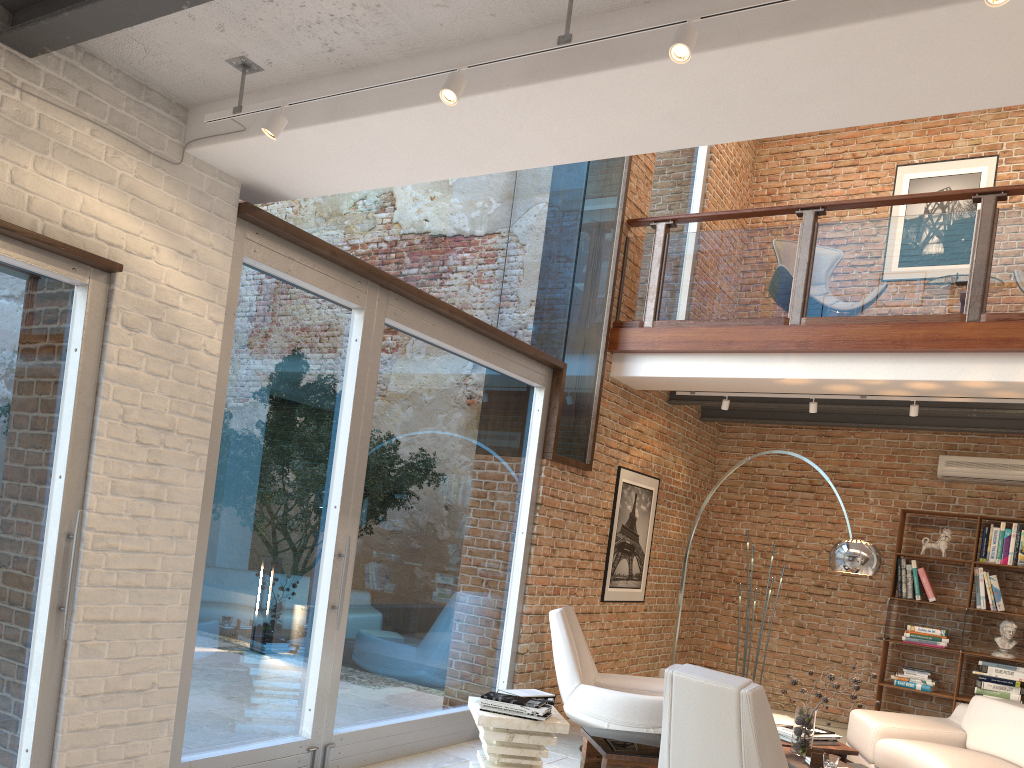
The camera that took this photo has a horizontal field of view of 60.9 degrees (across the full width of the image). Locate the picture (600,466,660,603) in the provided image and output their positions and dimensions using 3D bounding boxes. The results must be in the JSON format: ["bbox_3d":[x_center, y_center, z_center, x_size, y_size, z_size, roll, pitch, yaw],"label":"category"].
[{"bbox_3d":[1.082,1.389,7.883,0.027,1.185,0.929,8,-3,32],"label":"picture"}]

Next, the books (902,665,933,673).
[{"bbox_3d":[3.854,2.709,8.282,0.250,0.017,0.166,1,-11,32],"label":"books"}]

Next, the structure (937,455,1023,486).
[{"bbox_3d":[4.453,0.812,8.178,0.807,0.217,0.204,2,-7,32],"label":"structure"}]

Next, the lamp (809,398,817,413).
[{"bbox_3d":[2.419,0.175,6.993,0.060,0.120,0.087,6,-3,34],"label":"lamp"}]

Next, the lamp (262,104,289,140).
[{"bbox_3d":[-0.836,-0.922,3.081,0.087,0.128,0.059,8,-1,-8],"label":"lamp"}]

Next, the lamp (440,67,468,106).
[{"bbox_3d":[-0.179,-0.916,2.667,0.060,0.120,0.087,6,-3,34],"label":"lamp"}]

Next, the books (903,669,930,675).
[{"bbox_3d":[3.853,2.740,8.305,0.235,0.018,0.174,3,-11,25],"label":"books"}]

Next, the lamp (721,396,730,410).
[{"bbox_3d":[1.806,0.166,7.368,0.059,0.128,0.087,7,-3,2],"label":"lamp"}]

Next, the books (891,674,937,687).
[{"bbox_3d":[3.826,2.814,8.293,0.377,0.036,0.249,1,-11,32],"label":"books"}]

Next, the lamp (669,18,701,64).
[{"bbox_3d":[0.451,-0.898,2.279,0.060,0.128,0.087,6,-3,34],"label":"lamp"}]

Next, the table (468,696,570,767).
[{"bbox_3d":[-0.002,2.056,4.845,0.497,0.499,0.499,8,-5,-8],"label":"table"}]

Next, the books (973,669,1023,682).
[{"bbox_3d":[4.438,2.649,7.910,0.441,0.020,0.278,1,-12,32],"label":"books"}]

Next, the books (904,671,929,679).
[{"bbox_3d":[3.851,2.764,8.296,0.204,0.033,0.135,1,-11,32],"label":"books"}]

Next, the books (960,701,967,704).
[{"bbox_3d":[4.157,3.130,8.075,0.036,0.380,0.248,8,-2,32],"label":"books"}]

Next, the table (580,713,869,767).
[{"bbox_3d":[1.418,2.335,5.198,1.976,0.424,2.231,8,-10,-7],"label":"table"}]

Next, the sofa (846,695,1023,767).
[{"bbox_3d":[3.162,2.417,5.327,1.148,0.745,2.356,8,-9,-7],"label":"sofa"}]

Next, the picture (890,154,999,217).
[{"bbox_3d":[4.207,-1.615,8.598,0.906,1.186,0.028,5,-1,32],"label":"picture"}]

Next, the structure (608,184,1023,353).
[{"bbox_3d":[2.729,-0.065,1.201,10.087,4.090,14.151,2,-10,32],"label":"structure"}]

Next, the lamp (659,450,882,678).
[{"bbox_3d":[1.838,1.645,6.414,0.323,2.325,2.032,7,-4,-21],"label":"lamp"}]

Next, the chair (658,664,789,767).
[{"bbox_3d":[1.086,1.788,3.938,0.988,1.006,1.021,11,-6,-41],"label":"chair"}]

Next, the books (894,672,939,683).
[{"bbox_3d":[3.837,2.785,8.276,0.377,0.018,0.249,3,-11,24],"label":"books"}]

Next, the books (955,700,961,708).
[{"bbox_3d":[4.118,3.126,8.080,0.036,0.380,0.248,8,-2,32],"label":"books"}]

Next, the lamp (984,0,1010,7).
[{"bbox_3d":[1.063,-0.885,1.905,0.059,0.128,0.087,7,-3,2],"label":"lamp"}]

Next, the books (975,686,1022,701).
[{"bbox_3d":[4.425,2.809,7.925,0.360,0.055,0.288,1,-11,34],"label":"books"}]

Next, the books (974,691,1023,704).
[{"bbox_3d":[4.409,2.864,7.909,0.377,0.064,0.249,3,-10,26],"label":"books"}]

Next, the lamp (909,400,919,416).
[{"bbox_3d":[3.048,0.192,6.605,0.060,0.128,0.087,6,-3,34],"label":"lamp"}]

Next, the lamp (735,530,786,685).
[{"bbox_3d":[2.347,2.330,8.437,0.418,1.804,0.200,7,1,2],"label":"lamp"}]

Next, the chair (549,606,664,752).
[{"bbox_3d":[0.712,2.145,6.244,0.978,0.988,1.044,6,-5,16],"label":"chair"}]

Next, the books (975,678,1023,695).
[{"bbox_3d":[4.434,2.747,7.905,0.377,0.064,0.249,4,-10,18],"label":"books"}]

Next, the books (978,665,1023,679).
[{"bbox_3d":[4.460,2.611,7.921,0.377,0.064,0.249,3,-10,26],"label":"books"}]

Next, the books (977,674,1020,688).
[{"bbox_3d":[4.413,2.684,7.909,0.324,0.055,0.260,2,-11,27],"label":"books"}]

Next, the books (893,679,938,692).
[{"bbox_3d":[3.833,2.858,8.275,0.325,0.055,0.260,-1,-13,41],"label":"books"}]

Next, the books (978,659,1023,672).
[{"bbox_3d":[4.460,2.559,7.919,0.377,0.036,0.249,1,-11,32],"label":"books"}]
